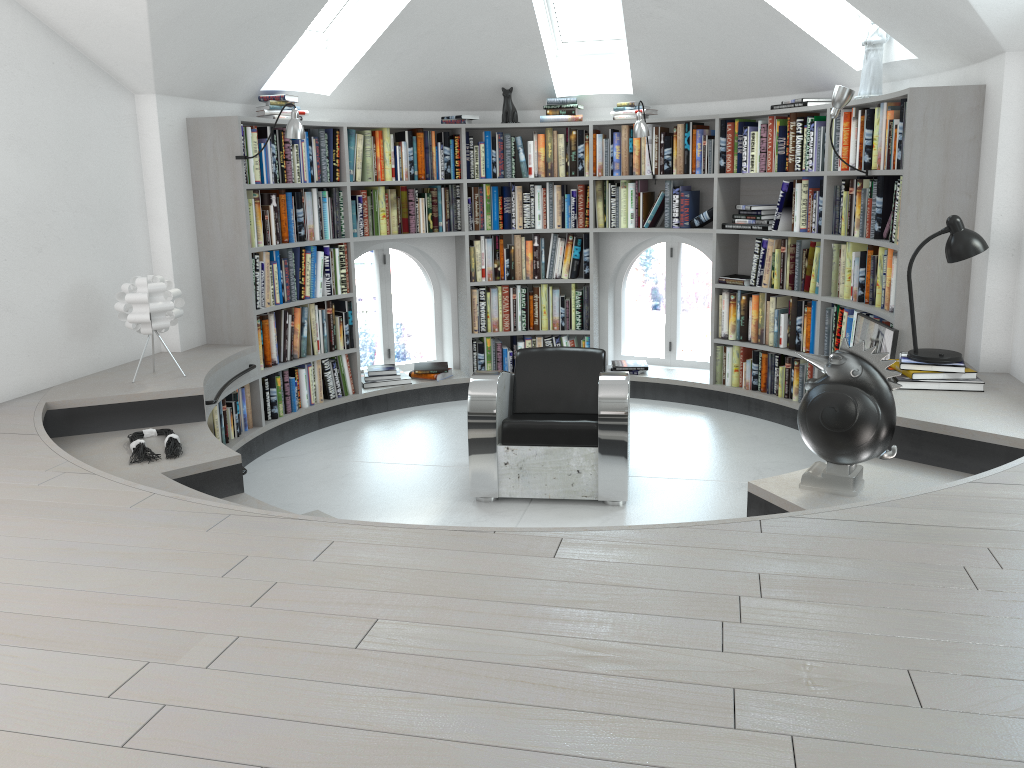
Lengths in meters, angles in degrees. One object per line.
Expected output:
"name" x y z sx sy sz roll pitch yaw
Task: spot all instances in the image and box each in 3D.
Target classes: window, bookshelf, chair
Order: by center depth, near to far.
"chair" 0.231 0.201 4.866 0.823 0.715 0.745 0 12 8
"window" 0.394 -2.558 5.594 4.055 0.709 1.944 2 13 13
"bookshelf" 0.433 -0.831 5.944 4.333 1.869 2.121 2 13 13
"window" 0.134 -0.630 6.958 3.231 1.144 0.621 -1 12 -1

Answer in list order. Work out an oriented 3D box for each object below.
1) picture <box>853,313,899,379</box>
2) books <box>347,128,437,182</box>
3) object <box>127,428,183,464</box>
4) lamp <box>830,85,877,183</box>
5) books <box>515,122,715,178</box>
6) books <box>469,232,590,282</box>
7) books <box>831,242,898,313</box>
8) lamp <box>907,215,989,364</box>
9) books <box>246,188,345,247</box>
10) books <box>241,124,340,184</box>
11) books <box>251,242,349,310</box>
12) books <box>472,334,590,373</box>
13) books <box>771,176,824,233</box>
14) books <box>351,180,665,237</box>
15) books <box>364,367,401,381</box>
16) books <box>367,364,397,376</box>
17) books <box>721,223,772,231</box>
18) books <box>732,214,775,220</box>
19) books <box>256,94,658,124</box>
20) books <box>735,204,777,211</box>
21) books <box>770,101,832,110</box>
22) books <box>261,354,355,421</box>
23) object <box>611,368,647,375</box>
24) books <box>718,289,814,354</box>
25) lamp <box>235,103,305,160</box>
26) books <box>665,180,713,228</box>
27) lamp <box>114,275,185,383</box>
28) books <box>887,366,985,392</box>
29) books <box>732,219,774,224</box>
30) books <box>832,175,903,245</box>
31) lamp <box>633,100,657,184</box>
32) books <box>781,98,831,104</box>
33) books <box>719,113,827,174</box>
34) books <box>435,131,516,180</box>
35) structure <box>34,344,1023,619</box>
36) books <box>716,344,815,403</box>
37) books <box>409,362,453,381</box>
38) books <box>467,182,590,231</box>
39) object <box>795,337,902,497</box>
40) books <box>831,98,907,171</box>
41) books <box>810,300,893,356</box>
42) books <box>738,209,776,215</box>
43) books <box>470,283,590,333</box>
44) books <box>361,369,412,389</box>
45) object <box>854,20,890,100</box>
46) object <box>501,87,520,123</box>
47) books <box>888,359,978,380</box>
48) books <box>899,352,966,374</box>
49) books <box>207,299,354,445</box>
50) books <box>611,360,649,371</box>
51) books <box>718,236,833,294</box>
"picture" 1.952 0.077 4.886 0.090 0.858 0.582 -1 12 3
"books" -0.912 -1.638 6.354 0.794 0.371 0.270 -10 15 -32
"object" -1.591 0.269 3.945 0.218 0.081 0.475 -7 14 -23
"lamp" 1.878 -1.366 4.847 0.275 0.522 0.113 0 12 4
"books" 0.778 -1.711 6.504 1.566 0.365 0.396 3 13 18
"books" 0.140 -0.979 6.790 0.997 0.349 0.299 -2 12 -3
"books" 2.120 -0.609 5.017 0.275 0.346 1.027 -2 13 -2
"lamp" 1.968 -0.434 4.027 0.323 0.656 0.234 5 13 28
"books" -1.504 -1.097 5.802 0.303 0.346 1.093 5 15 28
"books" -1.510 -1.470 5.703 0.301 0.359 1.038 5 15 29
"books" -1.471 -0.721 5.834 0.261 0.357 1.024 6 15 30
"books" 0.153 -0.247 6.936 1.019 0.305 0.289 -2 12 -2
"books" 1.943 -1.149 5.669 0.256 0.349 0.555 -8 14 -29
"books" -0.065 -1.303 6.568 2.529 0.369 0.594 -3 13 -6
"books" -0.986 -0.076 6.721 0.269 0.031 0.287 -4 13 -10
"books" -0.987 -0.107 6.715 0.213 0.036 0.228 -4 13 -10
"books" 1.714 -1.088 6.097 0.366 0.042 0.389 -11 16 -36
"books" 1.712 -1.151 6.085 0.269 0.031 0.287 -8 15 -26
"books" -0.363 -1.941 6.292 2.816 0.172 0.751 -5 14 -16
"books" 1.711 -1.212 6.072 0.269 0.031 0.287 -3 13 -7
"books" 1.893 -1.777 5.674 0.317 0.036 0.337 -7 14 -23
"books" -1.455 -0.011 6.050 0.283 0.318 0.922 6 15 31
"object" 0.912 -0.114 6.876 0.227 0.036 0.214 6 15 29
"books" 1.788 -0.452 6.040 0.272 0.348 0.875 -10 15 -34
"lamp" -1.417 -1.481 5.202 0.414 0.310 0.117 1 12 10
"books" 1.317 -1.288 6.350 0.399 0.339 0.225 7 14 33
"lamp" -1.840 -0.290 4.536 0.305 0.522 0.307 -1 12 2
"books" 1.944 -0.034 4.123 0.365 0.042 0.390 2 13 13
"books" 1.713 -1.120 6.091 0.270 0.031 0.286 -13 17 -40
"books" 2.104 -0.985 4.947 0.279 0.356 1.058 -2 13 -1
"lamp" 0.929 -1.679 6.193 0.113 0.563 0.359 3 13 20
"books" 1.892 -1.804 5.668 0.233 0.027 0.249 -5 13 -14
"books" 1.775 -1.571 5.799 0.306 0.365 0.973 -9 15 -32
"books" -0.290 -1.705 6.628 0.682 0.344 0.266 -4 12 -10
"structure" 0.139 0.228 4.782 4.718 0.689 4.729 -9 15 -31
"books" 1.905 -0.039 5.853 0.360 0.309 1.504 -7 14 -24
"books" -0.621 -0.097 6.812 0.318 0.099 0.293 2 13 15
"books" 0.130 -1.358 6.756 1.028 0.357 0.302 -2 12 -1
"object" 1.203 0.109 3.205 0.320 0.559 0.322 -4 12 -13
"books" 2.096 -1.362 4.882 0.292 0.360 1.020 -2 13 -4
"books" 2.110 -0.253 5.160 0.304 0.357 1.191 -2 13 -5
"books" 1.712 -1.181 6.079 0.214 0.036 0.227 -8 15 -26
"books" 0.162 -0.603 6.869 1.031 0.355 0.294 -2 12 -2
"books" -0.985 -0.043 6.728 0.366 0.042 0.390 -6 14 -20
"object" 2.046 -1.853 5.027 0.179 0.470 0.180 3 13 22
"object" -0.010 -2.056 6.560 0.147 0.263 0.203 1 12 10
"books" 1.943 -0.070 4.115 0.286 0.034 0.306 -1 13 3
"books" 1.943 -0.102 4.109 0.269 0.031 0.287 4 14 23
"books" -1.578 -0.126 5.714 0.391 0.691 1.649 4 14 23
"books" 0.912 -0.144 6.870 0.268 0.029 0.254 0 13 4
"books" 1.819 -0.808 5.890 0.252 0.350 0.977 -9 15 -33
